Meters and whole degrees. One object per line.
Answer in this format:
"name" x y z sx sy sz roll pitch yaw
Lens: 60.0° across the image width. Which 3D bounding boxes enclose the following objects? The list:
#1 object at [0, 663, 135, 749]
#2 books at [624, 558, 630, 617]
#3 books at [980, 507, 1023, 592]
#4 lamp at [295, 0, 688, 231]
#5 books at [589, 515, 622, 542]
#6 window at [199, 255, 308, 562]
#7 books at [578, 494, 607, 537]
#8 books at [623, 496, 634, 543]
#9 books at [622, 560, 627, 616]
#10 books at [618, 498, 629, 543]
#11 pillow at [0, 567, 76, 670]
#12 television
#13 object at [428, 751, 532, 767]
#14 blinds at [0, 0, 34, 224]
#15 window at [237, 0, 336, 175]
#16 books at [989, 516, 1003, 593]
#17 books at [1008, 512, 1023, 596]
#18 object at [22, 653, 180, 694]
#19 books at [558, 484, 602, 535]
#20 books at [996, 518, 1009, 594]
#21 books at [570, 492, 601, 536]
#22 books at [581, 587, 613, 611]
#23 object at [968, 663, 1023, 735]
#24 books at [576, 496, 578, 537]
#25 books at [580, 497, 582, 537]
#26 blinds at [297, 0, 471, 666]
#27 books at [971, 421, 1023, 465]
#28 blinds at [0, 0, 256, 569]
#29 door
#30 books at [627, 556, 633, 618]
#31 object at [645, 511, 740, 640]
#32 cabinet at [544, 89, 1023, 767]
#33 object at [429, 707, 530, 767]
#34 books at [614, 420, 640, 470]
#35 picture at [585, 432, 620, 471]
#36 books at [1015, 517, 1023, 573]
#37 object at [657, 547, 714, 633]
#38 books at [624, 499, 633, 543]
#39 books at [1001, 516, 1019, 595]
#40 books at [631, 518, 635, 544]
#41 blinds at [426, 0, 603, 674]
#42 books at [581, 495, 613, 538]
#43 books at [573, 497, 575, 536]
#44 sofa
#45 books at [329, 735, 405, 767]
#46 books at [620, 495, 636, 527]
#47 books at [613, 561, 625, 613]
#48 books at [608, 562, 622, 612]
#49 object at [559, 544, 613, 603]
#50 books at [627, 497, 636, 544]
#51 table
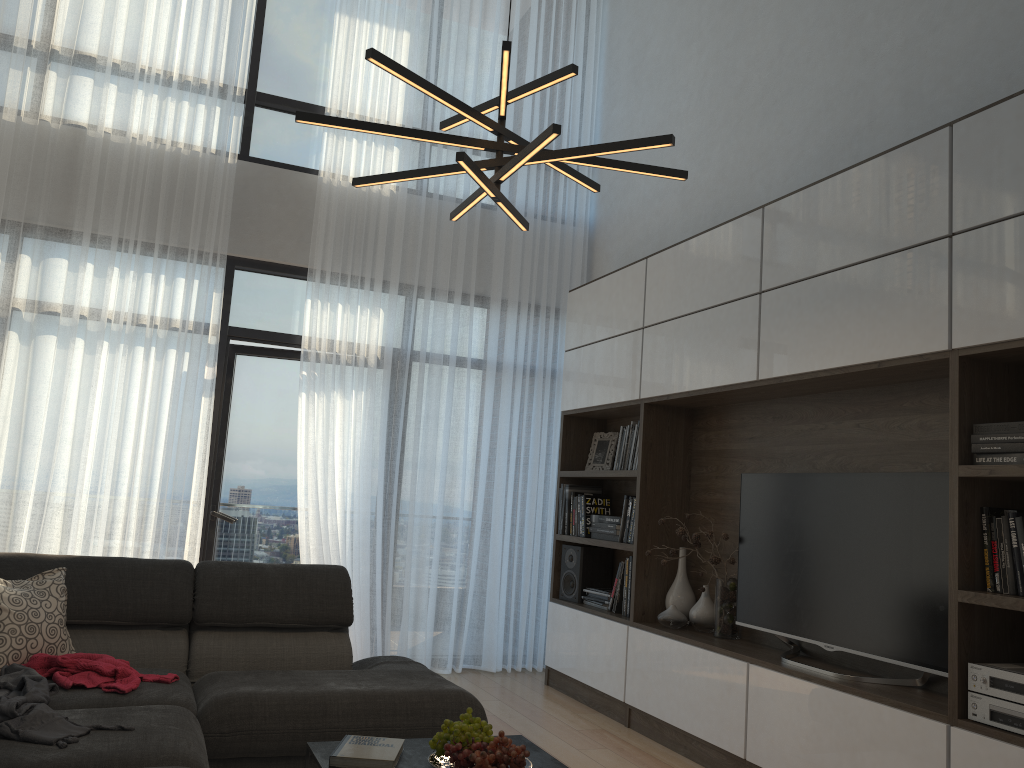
"object" -1.456 0.926 2.536 0.905 0.118 0.411 -3 -11 44
"books" 0.728 1.117 4.862 0.237 0.314 0.034 7 -8 -21
"books" 1.604 0.537 2.866 0.202 0.268 0.053 7 -8 -22
"lamp" 0.079 -2.352 2.887 1.200 3.645 0.831 6 -8 -12
"books" 0.641 0.838 5.124 0.277 0.137 0.343 7 -8 -21
"window" -1.856 0.441 5.428 4.808 2.501 0.119 7 -8 -21
"books" 0.489 0.802 5.369 0.193 0.255 0.066 7 -8 -22
"books" 0.712 0.749 4.860 0.192 0.254 0.075 7 -8 -22
"books" 0.710 1.127 4.888 0.213 0.301 0.028 7 -8 -21
"books" 0.679 0.756 4.872 0.172 0.242 0.069 7 -8 -21
"pillow" -1.360 0.729 2.056 0.386 0.364 2.734 6 -8 -18
"television" 1.301 0.750 3.576 0.229 0.779 1.220 7 -8 -21
"object" -0.090 1.074 2.493 0.295 0.026 0.295 8 -9 -28
"blinds" -3.293 -1.321 4.754 1.223 5.581 0.218 7 -8 -24
"window" -1.641 -2.624 5.838 4.808 2.500 0.119 7 -8 -21
"books" 1.611 0.549 2.833 0.189 0.240 0.053 7 -8 -21
"books" 1.637 0.534 2.763 0.193 0.255 0.066 7 -8 -22
"object" -1.437 0.961 2.987 0.536 0.077 0.323 2 -8 12
"books" 0.427 0.793 5.559 0.259 0.321 0.128 7 -8 -21
"books" 1.614 0.547 2.808 0.170 0.236 0.049 7 -8 -21
"books" 0.455 0.806 5.472 0.202 0.268 0.053 7 -8 -22
"books" 0.552 1.255 5.184 0.204 0.099 0.325 7 -8 -21
"object" 1.578 0.953 2.660 0.270 0.174 0.285 7 -8 -21
"books" 0.467 0.809 5.391 0.169 0.242 0.050 7 -8 -22
"books" 0.492 0.804 5.338 0.177 0.242 0.066 7 -8 -22
"blinds" -0.774 -1.019 5.694 0.589 5.579 0.858 -4 -11 45
"books" 1.673 0.198 2.766 0.277 0.137 0.343 8 -8 -26
"blinds" -2.302 -1.195 5.174 1.374 5.581 0.218 7 -8 -24
"door" -1.364 0.767 5.712 1.118 1.976 0.206 6 -8 -12
"books" 0.743 1.108 4.834 0.237 0.326 0.026 7 -8 -21
"object" 0.920 0.916 4.337 0.542 0.598 0.317 2 -8 14
"cabinet" 1.187 0.445 3.838 0.338 2.494 4.036 7 -8 -21
"object" -0.077 1.005 2.499 0.256 0.173 0.279 7 -8 -24
"books" 0.753 0.365 5.112 0.185 0.299 0.367 7 -8 -21
"picture" 0.582 0.436 5.626 0.114 0.270 0.216 11 -10 -40
"books" 1.641 0.536 2.732 0.177 0.242 0.066 7 -8 -22
"object" 0.917 1.041 4.511 0.313 0.397 0.313 1 -8 20
"books" 0.709 0.750 4.830 0.179 0.243 0.071 7 -8 -23
"books" 1.615 0.540 2.785 0.169 0.242 0.050 7 -8 -22
"books" 0.748 0.737 4.770 0.197 0.260 0.066 7 -8 -21
"blinds" 0.016 -0.909 6.094 1.163 5.581 0.218 7 -8 -24
"books" 0.509 0.797 5.308 0.191 0.249 0.083 7 -8 -21
"books" 0.463 0.818 5.439 0.189 0.240 0.053 7 -8 -21
"sofa" -0.848 0.866 2.367 2.108 0.995 3.169 7 -8 -21
"books" -0.412 1.058 2.546 0.179 0.029 0.225 4 -8 1
"books" 0.697 0.751 4.904 0.197 0.260 0.066 7 -8 -21
"books" 0.684 1.137 4.948 0.210 0.289 0.100 7 -8 -22
"books" 0.680 1.147 5.001 0.232 0.284 0.142 7 -8 -22
"object" 0.451 1.168 5.466 0.244 0.331 0.214 9 -9 -31
"books" 0.734 0.744 4.800 0.191 0.249 0.084 7 -8 -21
"table" -0.171 1.239 2.443 0.700 0.323 0.700 7 -8 -21
